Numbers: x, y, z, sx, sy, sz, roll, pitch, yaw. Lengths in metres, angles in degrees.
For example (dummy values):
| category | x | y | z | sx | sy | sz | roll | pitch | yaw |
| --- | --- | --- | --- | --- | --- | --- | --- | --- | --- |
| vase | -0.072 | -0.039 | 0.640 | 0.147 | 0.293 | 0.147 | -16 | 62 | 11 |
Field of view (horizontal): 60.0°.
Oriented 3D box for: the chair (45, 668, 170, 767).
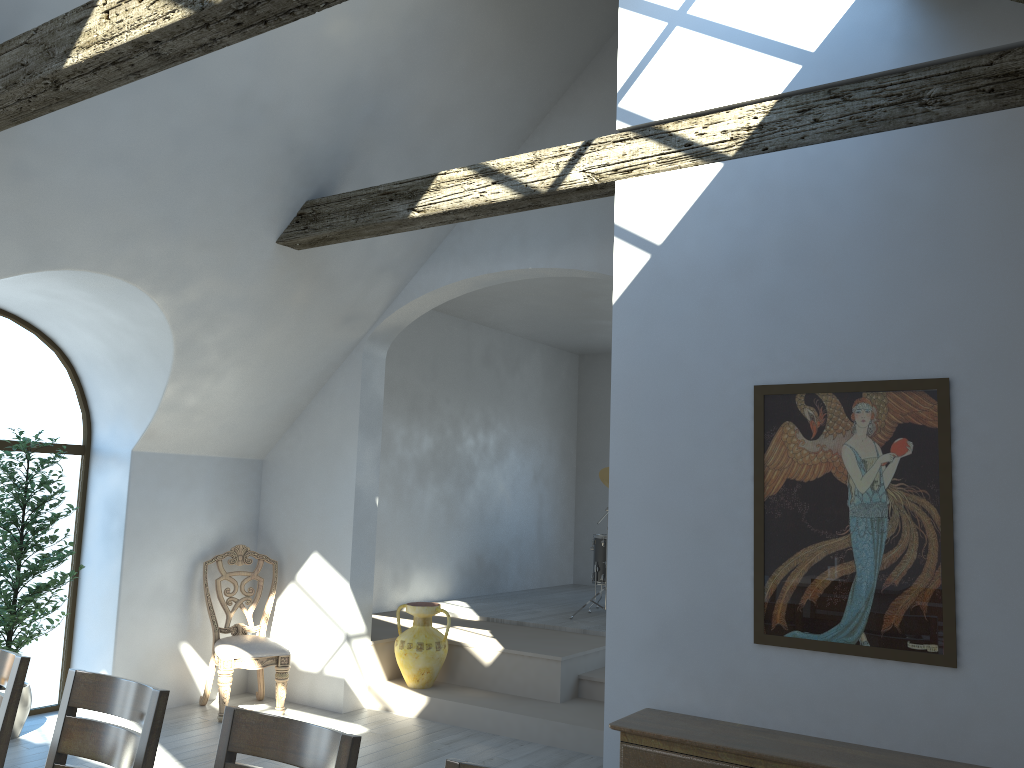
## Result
| category | x | y | z | sx | sy | sz | roll | pitch | yaw |
| --- | --- | --- | --- | --- | --- | --- | --- | --- | --- |
| chair | -1.349 | 1.356 | 2.403 | 0.514 | 1.006 | 0.605 | -3 | -9 | 33 |

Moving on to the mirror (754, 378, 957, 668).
| category | x | y | z | sx | sy | sz | roll | pitch | yaw |
| --- | --- | --- | --- | --- | --- | --- | --- | --- | --- |
| mirror | 1.301 | 0.511 | 3.436 | 0.736 | 1.047 | 0.009 | -3 | -9 | 33 |

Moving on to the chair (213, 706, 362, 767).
| category | x | y | z | sx | sy | sz | roll | pitch | yaw |
| --- | --- | --- | --- | --- | --- | --- | --- | --- | --- |
| chair | -0.725 | 1.326 | 1.996 | 0.514 | 1.006 | 0.605 | -3 | -9 | 33 |

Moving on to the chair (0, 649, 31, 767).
| category | x | y | z | sx | sy | sz | roll | pitch | yaw |
| --- | --- | --- | --- | --- | --- | --- | --- | --- | --- |
| chair | -1.972 | 1.385 | 2.811 | 0.514 | 1.006 | 0.605 | -3 | -9 | 33 |

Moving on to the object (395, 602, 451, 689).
| category | x | y | z | sx | sy | sz | roll | pitch | yaw |
| --- | --- | --- | --- | --- | --- | --- | --- | --- | --- |
| object | -0.677 | 1.957 | 6.645 | 0.402 | 0.605 | 0.396 | 3 | -7 | -10 |

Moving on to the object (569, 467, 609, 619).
| category | x | y | z | sx | sy | sz | roll | pitch | yaw |
| --- | --- | --- | --- | --- | --- | --- | --- | --- | --- |
| object | 1.628 | 1.537 | 8.587 | 2.354 | 1.383 | 1.465 | 4 | -7 | -12 |

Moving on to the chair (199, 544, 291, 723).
| category | x | y | z | sx | sy | sz | roll | pitch | yaw |
| --- | --- | --- | --- | --- | --- | --- | --- | --- | --- |
| chair | -1.930 | 1.772 | 6.441 | 0.552 | 1.159 | 0.655 | 6 | -8 | -31 |

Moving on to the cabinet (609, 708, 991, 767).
| category | x | y | z | sx | sy | sz | roll | pitch | yaw |
| --- | --- | --- | --- | --- | --- | --- | --- | --- | --- |
| cabinet | 1.084 | 1.686 | 3.197 | 1.481 | 0.714 | 0.383 | -3 | -9 | 33 |

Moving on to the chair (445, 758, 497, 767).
| category | x | y | z | sx | sy | sz | roll | pitch | yaw |
| --- | --- | --- | --- | --- | --- | --- | --- | --- | --- |
| chair | -0.102 | 1.296 | 1.589 | 0.514 | 1.006 | 0.605 | -3 | -9 | 33 |

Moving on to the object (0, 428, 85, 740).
| category | x | y | z | sx | sy | sz | roll | pitch | yaw |
| --- | --- | --- | --- | --- | --- | --- | --- | --- | --- |
| object | -3.124 | 1.234 | 5.598 | 0.737 | 1.920 | 0.718 | 7 | -9 | -37 |
